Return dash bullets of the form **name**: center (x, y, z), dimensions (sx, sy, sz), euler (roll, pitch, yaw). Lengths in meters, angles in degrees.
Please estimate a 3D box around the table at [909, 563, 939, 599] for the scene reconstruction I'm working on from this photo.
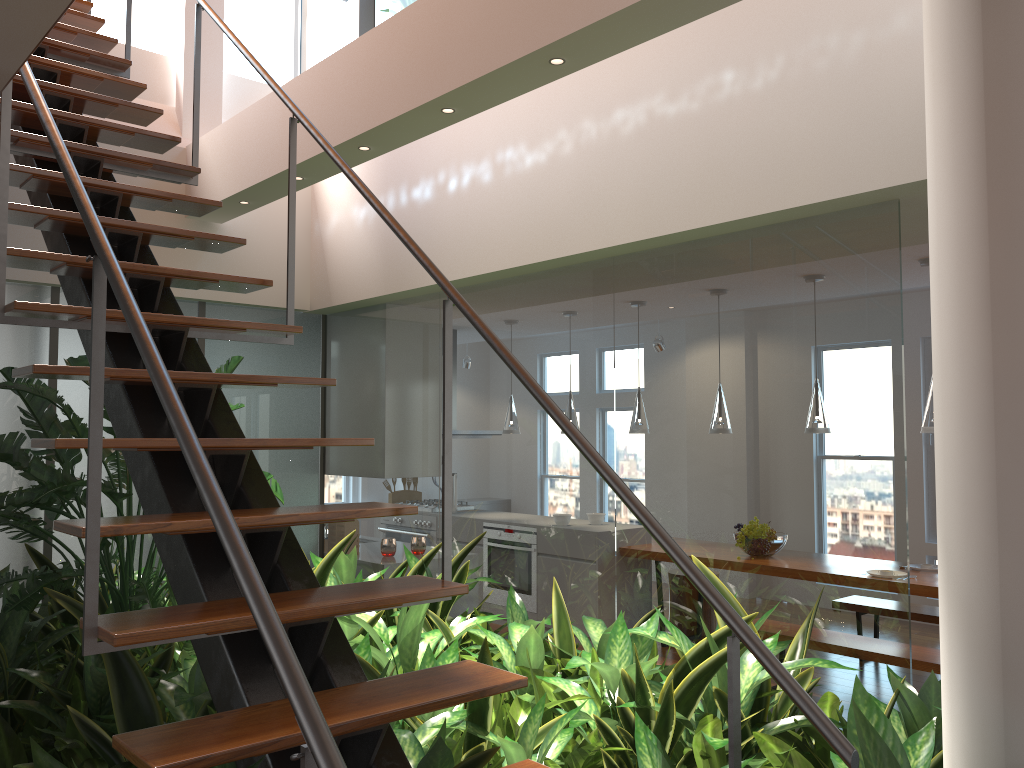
- **table**: center (2.216, 3.316, 14.400), dimensions (1.887, 1.489, 12.678), euler (3, -4, -41)

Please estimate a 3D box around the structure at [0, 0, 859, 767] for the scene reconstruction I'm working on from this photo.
- **structure**: center (-1.137, -1.178, 6.709), dimensions (5.397, 9.019, 9.708), euler (3, -4, -41)

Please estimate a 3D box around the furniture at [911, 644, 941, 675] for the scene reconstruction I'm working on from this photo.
- **furniture**: center (4.036, 3.420, 10.341), dimensions (0.668, 0.822, 3.029), euler (3, -4, -41)

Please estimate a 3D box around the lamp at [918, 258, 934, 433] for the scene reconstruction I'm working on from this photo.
- **lamp**: center (5.055, -0.533, 10.638), dimensions (0.338, 2.241, 0.338), euler (1, -3, -14)

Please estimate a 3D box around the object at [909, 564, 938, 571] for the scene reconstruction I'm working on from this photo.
- **object**: center (5.380, 2.385, 11.493), dimensions (0.469, 0.042, 0.469), euler (-3, -4, 40)

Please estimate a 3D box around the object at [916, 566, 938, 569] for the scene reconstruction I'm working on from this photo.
- **object**: center (5.380, 2.394, 11.493), dimensions (0.263, 0.024, 0.263), euler (-2, -4, 31)

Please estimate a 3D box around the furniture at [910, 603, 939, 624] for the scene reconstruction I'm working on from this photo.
- **furniture**: center (5.927, 3.517, 12.007), dimensions (0.668, 0.822, 3.029), euler (3, -4, -41)

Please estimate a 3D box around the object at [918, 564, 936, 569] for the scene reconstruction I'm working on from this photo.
- **object**: center (5.380, 2.372, 11.494), dimensions (0.167, 0.062, 0.149), euler (0, -3, 2)

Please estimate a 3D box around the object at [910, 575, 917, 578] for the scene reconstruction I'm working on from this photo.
- **object**: center (4.811, 2.349, 10.747), dimensions (0.315, 0.029, 0.092), euler (3, -5, -43)
